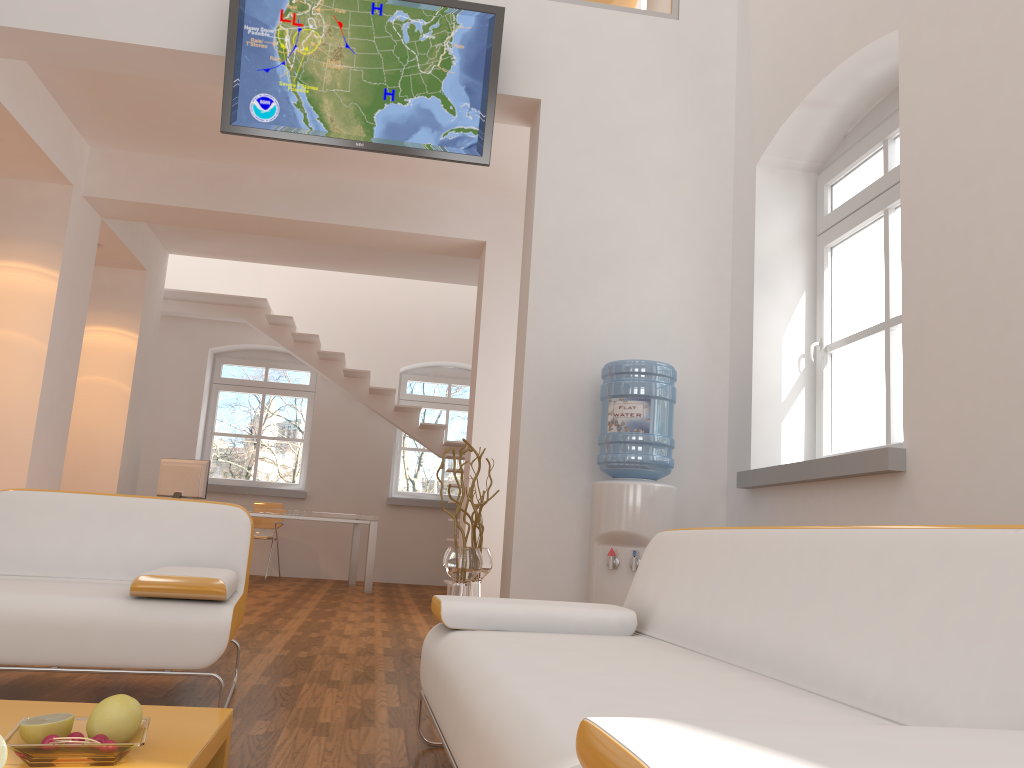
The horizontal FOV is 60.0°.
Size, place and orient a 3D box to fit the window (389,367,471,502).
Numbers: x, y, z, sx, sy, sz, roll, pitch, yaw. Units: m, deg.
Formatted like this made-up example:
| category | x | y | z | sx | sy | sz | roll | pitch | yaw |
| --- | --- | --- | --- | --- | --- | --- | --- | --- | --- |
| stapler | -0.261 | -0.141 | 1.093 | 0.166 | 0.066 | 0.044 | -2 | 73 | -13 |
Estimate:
| category | x | y | z | sx | sy | sz | roll | pitch | yaw |
| --- | --- | --- | --- | --- | --- | --- | --- | --- | --- |
| window | -0.845 | 0.643 | 11.284 | 1.308 | 1.737 | 0.142 | 5 | -10 | -8 |

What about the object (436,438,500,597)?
| category | x | y | z | sx | sy | sz | roll | pitch | yaw |
| --- | --- | --- | --- | --- | --- | --- | --- | --- | --- |
| object | -0.222 | 0.852 | 4.717 | 0.284 | 1.112 | 0.655 | 1 | -10 | 13 |

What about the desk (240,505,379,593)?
| category | x | y | z | sx | sy | sz | roll | pitch | yaw |
| --- | --- | --- | --- | --- | --- | --- | --- | --- | --- |
| desk | -2.571 | 1.614 | 8.859 | 2.239 | 0.750 | 1.092 | 7 | -10 | -18 |

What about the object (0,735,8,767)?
| category | x | y | z | sx | sy | sz | roll | pitch | yaw |
| --- | --- | --- | --- | --- | --- | --- | --- | --- | --- |
| object | -0.871 | 0.596 | 1.431 | 0.080 | 0.087 | 0.094 | 0 | -11 | 19 |

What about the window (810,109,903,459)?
| category | x | y | z | sx | sy | sz | roll | pitch | yaw |
| --- | --- | --- | --- | --- | --- | --- | --- | --- | --- |
| window | 1.674 | -0.426 | 3.949 | 0.142 | 1.627 | 1.302 | 5 | -10 | -8 |

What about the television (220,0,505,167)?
| category | x | y | z | sx | sy | sz | roll | pitch | yaw |
| --- | --- | --- | --- | --- | --- | --- | --- | --- | --- |
| television | -0.764 | -1.631 | 4.604 | 1.388 | 0.803 | 0.266 | 5 | -10 | -8 |

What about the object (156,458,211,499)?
| category | x | y | z | sx | sy | sz | roll | pitch | yaw |
| --- | --- | --- | --- | --- | --- | --- | --- | --- | --- |
| object | -3.235 | 0.934 | 8.617 | 0.516 | 0.418 | 0.245 | 0 | -11 | 21 |

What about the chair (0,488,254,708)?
| category | x | y | z | sx | sy | sz | roll | pitch | yaw |
| --- | --- | --- | --- | --- | --- | --- | --- | --- | --- |
| chair | -1.351 | 0.679 | 2.870 | 0.923 | 0.661 | 0.825 | 6 | -10 | -13 |

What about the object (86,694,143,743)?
| category | x | y | z | sx | sy | sz | roll | pitch | yaw |
| --- | --- | --- | --- | --- | --- | --- | --- | --- | --- |
| object | -0.757 | 0.641 | 1.687 | 0.102 | 0.095 | 0.101 | 12 | -13 | -38 |

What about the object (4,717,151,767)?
| category | x | y | z | sx | sy | sz | roll | pitch | yaw |
| --- | --- | --- | --- | --- | --- | --- | --- | --- | --- |
| object | -0.787 | 0.654 | 1.614 | 0.227 | 0.048 | 0.227 | 7 | -11 | -18 |

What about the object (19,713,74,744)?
| category | x | y | z | sx | sy | sz | roll | pitch | yaw |
| --- | --- | --- | --- | --- | --- | --- | --- | --- | --- |
| object | -0.861 | 0.646 | 1.636 | 0.092 | 0.065 | 0.091 | -6 | -14 | 43 |

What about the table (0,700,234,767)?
| category | x | y | z | sx | sy | sz | roll | pitch | yaw |
| --- | --- | --- | --- | --- | --- | --- | --- | --- | --- |
| table | -1.088 | 0.724 | 1.552 | 1.000 | 0.150 | 1.000 | 5 | -10 | -8 |

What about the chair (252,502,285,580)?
| category | x | y | z | sx | sy | sz | roll | pitch | yaw |
| --- | --- | --- | --- | --- | --- | --- | --- | --- | --- |
| chair | -2.804 | 1.713 | 9.781 | 0.495 | 0.829 | 0.464 | 3 | -10 | 7 |

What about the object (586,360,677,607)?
| category | x | y | z | sx | sy | sz | roll | pitch | yaw |
| --- | --- | --- | --- | --- | --- | --- | --- | --- | --- |
| object | 0.591 | 0.644 | 4.323 | 0.436 | 1.490 | 0.436 | 8 | -11 | -22 |

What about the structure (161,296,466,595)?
| category | x | y | z | sx | sy | sz | roll | pitch | yaw |
| --- | --- | --- | --- | --- | --- | --- | --- | --- | --- |
| structure | -1.819 | 0.536 | 9.024 | 4.630 | 3.042 | 3.450 | 5 | -10 | -8 |

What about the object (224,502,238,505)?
| category | x | y | z | sx | sy | sz | roll | pitch | yaw |
| --- | --- | --- | --- | --- | --- | --- | --- | --- | --- |
| object | -3.031 | 1.217 | 9.033 | 0.467 | 0.031 | 0.200 | 3 | -10 | 2 |

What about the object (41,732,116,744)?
| category | x | y | z | sx | sy | sz | roll | pitch | yaw |
| --- | --- | --- | --- | --- | --- | --- | --- | --- | --- |
| object | -0.769 | 0.648 | 1.591 | 0.134 | 0.037 | 0.061 | 4 | -10 | -1 |

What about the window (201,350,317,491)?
| category | x | y | z | sx | sy | sz | roll | pitch | yaw |
| --- | --- | --- | --- | --- | --- | --- | --- | --- | --- |
| window | -3.107 | 0.438 | 10.968 | 1.308 | 1.737 | 0.142 | 5 | -10 | -8 |

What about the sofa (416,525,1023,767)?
| category | x | y | z | sx | sy | sz | roll | pitch | yaw |
| --- | --- | --- | --- | --- | --- | --- | --- | --- | --- |
| sofa | 0.324 | 0.579 | 1.667 | 0.825 | 0.661 | 2.010 | 5 | -10 | -10 |
